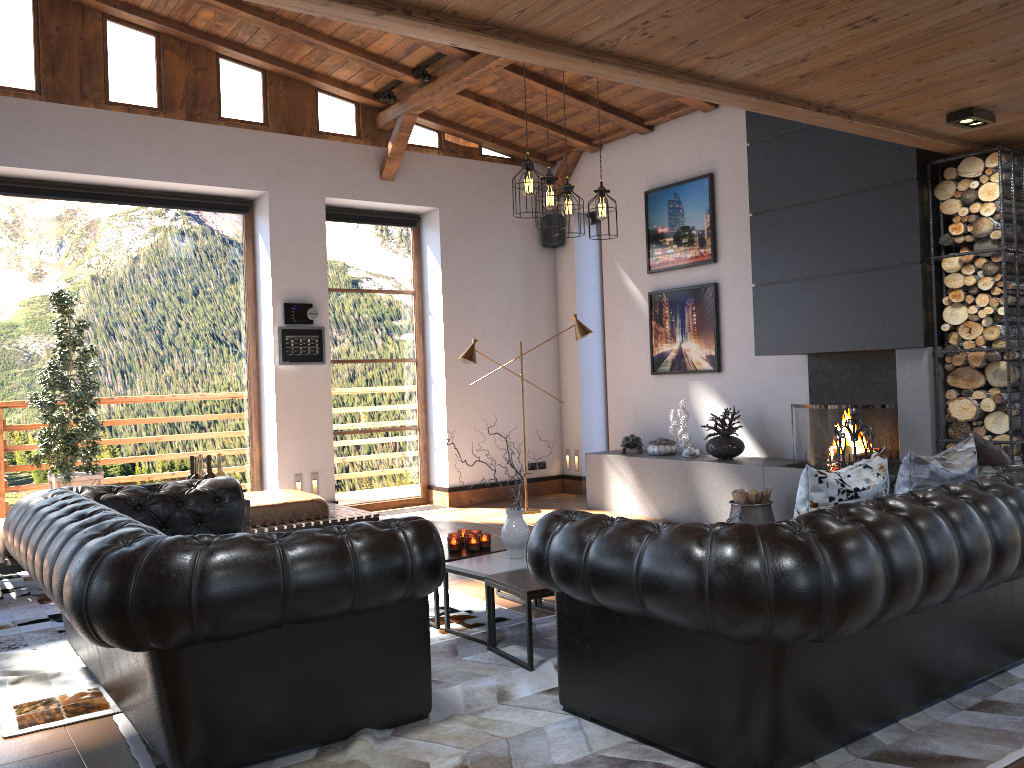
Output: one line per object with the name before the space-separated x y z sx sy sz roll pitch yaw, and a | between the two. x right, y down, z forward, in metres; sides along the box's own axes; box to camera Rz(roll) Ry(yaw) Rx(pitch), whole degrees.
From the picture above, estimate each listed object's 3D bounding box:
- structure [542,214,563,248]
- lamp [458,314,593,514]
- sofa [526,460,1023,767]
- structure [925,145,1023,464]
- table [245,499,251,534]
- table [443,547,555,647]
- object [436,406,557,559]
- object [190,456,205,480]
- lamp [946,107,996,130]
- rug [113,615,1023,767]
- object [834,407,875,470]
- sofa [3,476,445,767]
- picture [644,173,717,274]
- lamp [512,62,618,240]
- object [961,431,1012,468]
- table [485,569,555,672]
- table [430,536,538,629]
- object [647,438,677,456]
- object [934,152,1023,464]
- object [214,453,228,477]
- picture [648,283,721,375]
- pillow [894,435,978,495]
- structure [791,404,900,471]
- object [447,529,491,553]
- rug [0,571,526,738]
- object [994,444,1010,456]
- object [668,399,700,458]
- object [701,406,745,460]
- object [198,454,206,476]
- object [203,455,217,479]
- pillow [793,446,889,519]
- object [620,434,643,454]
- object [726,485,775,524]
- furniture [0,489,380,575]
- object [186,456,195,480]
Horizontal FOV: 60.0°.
structure | 0.453 -1.696 9.841 0.216 0.349 0.211 -2 0 -35
lamp | 0.124 0.293 8.516 1.330 1.899 0.524 -2 0 -15
sofa | 1.418 0.798 3.621 2.596 0.838 1.225 -2 0 -36
structure | 3.120 -0.163 5.781 0.518 2.617 0.496 -2 -1 -35
table | -1.869 1.023 5.474 0.422 0.609 0.401 -2 0 -35
table | 0.028 1.080 4.600 0.658 0.350 0.395 -2 0 -40
object | -0.036 0.503 4.622 0.625 0.808 0.402 -2 0 -24
object | -1.905 0.582 5.363 0.087 0.286 0.088 -2 0 32
lamp | 2.582 -1.500 4.987 0.264 0.068 0.153 -2 0 -35
rug | 0.729 1.215 3.684 4.091 0.053 2.404 -2 0 -35
object | 2.343 0.667 6.037 0.306 1.018 0.309 -2 0 10
sofa | -1.433 0.900 3.932 1.254 0.838 2.536 -2 0 -36
picture | 1.576 -1.497 8.383 0.036 0.816 0.869 -2 0 -35
lamp | 0.258 -1.974 5.173 0.813 2.202 0.258 -2 -1 -44
object | 2.536 0.410 4.725 0.247 0.319 0.150 -2 0 6
table | 0.257 1.073 4.209 0.657 0.350 0.396 -2 0 -30
table | -0.240 1.088 4.940 0.658 0.350 0.395 -2 0 -35
object | 1.400 0.584 8.285 0.262 0.160 0.278 -2 0 -33
object | 3.124 -0.157 5.792 0.472 2.612 0.488 -2 -1 -35
object | -1.826 0.578 5.546 0.088 0.286 0.087 -2 0 -25
picture | 1.612 -0.503 8.375 0.036 0.816 0.869 -2 0 -35
pillow | 1.833 0.470 3.866 0.534 0.469 0.280 -2 0 -32
structure | 2.426 0.408 6.568 0.185 0.514 0.971 -2 0 -35
object | -0.233 0.872 4.952 0.246 0.081 0.302 -2 0 3
rug | -1.950 1.303 5.573 2.460 0.053 3.764 -2 0 -34
object | 2.951 0.764 5.517 0.264 0.795 0.267 -2 0 38
object | 1.526 0.401 7.940 0.257 0.532 0.431 -2 0 24
object | 1.827 0.419 7.625 0.335 0.455 0.340 -2 0 -10
object | -1.943 0.582 5.541 0.088 0.286 0.087 -2 0 -23
object | -1.862 0.580 5.454 0.086 0.286 0.088 -2 0 33
pillow | 1.273 0.493 3.468 0.534 0.469 0.280 -2 0 -32
object | 1.160 0.579 8.595 0.225 0.183 0.407 -2 0 9
object | 1.801 0.981 6.667 0.385 0.431 0.382 -2 0 -9
furniture | -2.525 1.126 6.741 2.791 0.437 1.162 -2 0 -35
object | -1.960 0.583 5.449 0.087 0.286 0.087 -2 0 5
